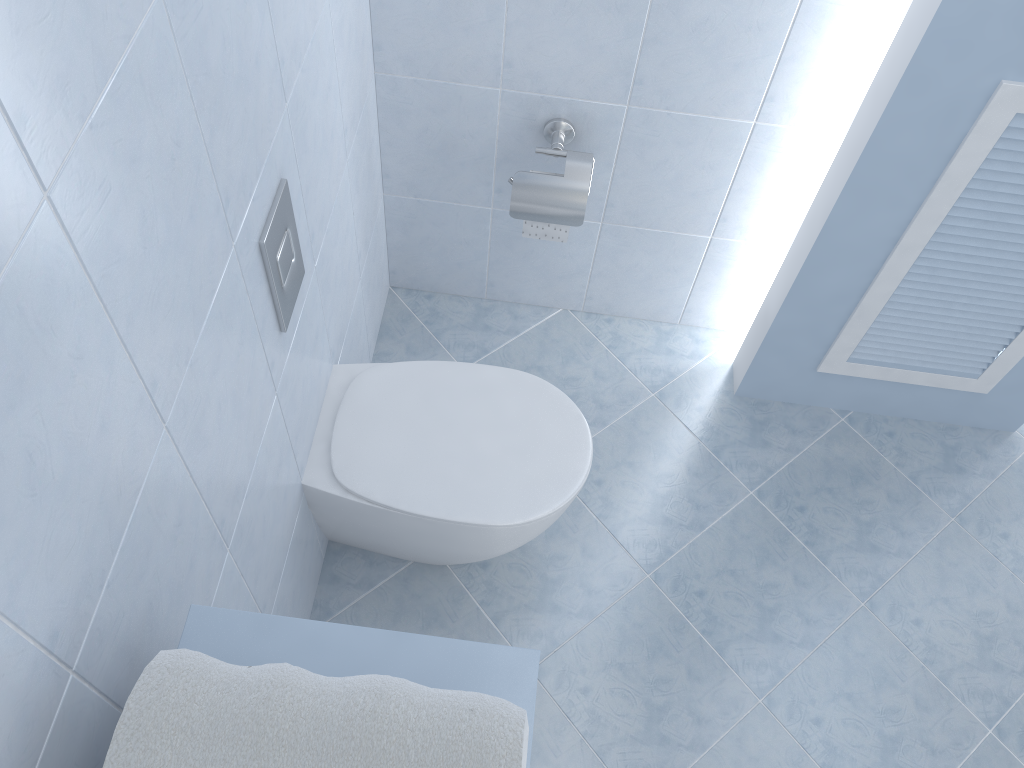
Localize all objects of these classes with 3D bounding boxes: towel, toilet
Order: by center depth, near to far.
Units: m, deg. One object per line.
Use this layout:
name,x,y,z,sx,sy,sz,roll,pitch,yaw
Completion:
towel,-0.155,0.344,0.701,0.324,0.086,0.227,7,57,0
toilet,-0.121,0.201,1.806,0.519,0.388,0.337,7,57,0

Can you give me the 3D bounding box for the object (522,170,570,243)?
object,0.078,-0.375,1.863,0.098,0.151,0.090,7,57,0

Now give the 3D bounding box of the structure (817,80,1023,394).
structure,0.935,-0.214,1.718,0.400,0.813,0.041,7,57,0

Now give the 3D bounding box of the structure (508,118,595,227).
structure,0.079,-0.434,1.815,0.170,0.151,0.154,7,57,0

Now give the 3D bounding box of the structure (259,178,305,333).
structure,-0.327,-0.179,1.267,0.010,0.200,0.120,7,57,0

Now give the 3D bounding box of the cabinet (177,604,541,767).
cabinet,-0.211,0.838,1.063,0.389,0.921,0.819,7,57,0
